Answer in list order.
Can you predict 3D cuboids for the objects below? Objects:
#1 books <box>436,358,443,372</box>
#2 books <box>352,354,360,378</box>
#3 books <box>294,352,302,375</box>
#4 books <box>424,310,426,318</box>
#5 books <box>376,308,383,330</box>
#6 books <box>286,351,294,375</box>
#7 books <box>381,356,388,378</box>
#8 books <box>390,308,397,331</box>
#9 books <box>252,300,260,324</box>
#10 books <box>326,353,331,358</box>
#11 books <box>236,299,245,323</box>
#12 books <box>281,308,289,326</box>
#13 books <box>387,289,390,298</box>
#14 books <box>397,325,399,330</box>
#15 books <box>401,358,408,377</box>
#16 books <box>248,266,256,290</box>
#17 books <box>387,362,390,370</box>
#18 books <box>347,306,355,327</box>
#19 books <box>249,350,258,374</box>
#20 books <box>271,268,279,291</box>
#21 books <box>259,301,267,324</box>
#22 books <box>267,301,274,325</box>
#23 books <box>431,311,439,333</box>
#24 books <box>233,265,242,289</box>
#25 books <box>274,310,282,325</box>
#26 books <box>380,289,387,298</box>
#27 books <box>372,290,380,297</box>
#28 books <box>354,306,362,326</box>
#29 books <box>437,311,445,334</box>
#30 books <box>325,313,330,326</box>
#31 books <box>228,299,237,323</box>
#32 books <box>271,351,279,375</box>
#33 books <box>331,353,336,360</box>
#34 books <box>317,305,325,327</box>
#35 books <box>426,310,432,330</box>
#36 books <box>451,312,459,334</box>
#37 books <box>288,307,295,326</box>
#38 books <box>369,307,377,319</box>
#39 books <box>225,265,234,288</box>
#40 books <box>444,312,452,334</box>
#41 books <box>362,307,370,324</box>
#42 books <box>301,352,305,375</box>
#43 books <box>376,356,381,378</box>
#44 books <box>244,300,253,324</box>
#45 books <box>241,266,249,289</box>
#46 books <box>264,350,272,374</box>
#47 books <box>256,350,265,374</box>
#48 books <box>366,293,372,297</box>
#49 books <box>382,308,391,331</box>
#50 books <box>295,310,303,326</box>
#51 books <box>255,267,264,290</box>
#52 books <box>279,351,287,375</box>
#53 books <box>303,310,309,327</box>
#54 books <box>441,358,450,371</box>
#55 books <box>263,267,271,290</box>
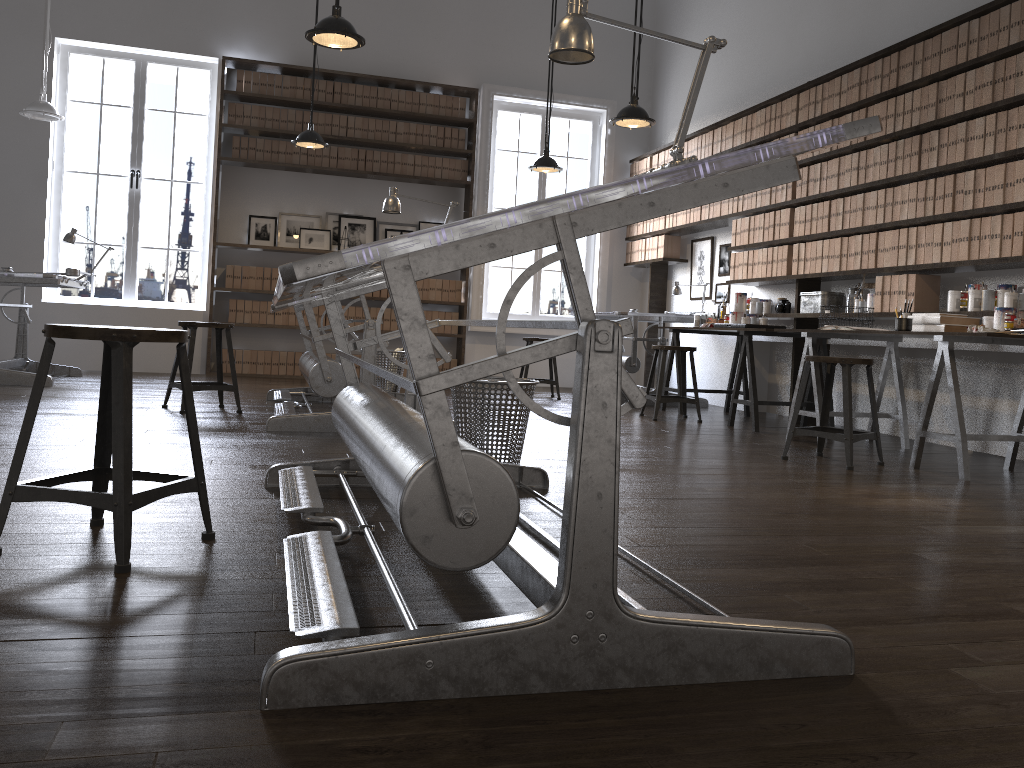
[{"bbox_3d":[-0.762,-0.150,9.068,0.067,0.226,0.175,3,1,-16],"label":"books"},{"bbox_3d":[-1.566,-0.180,8.850,0.066,0.225,0.175,3,1,-16],"label":"books"},{"bbox_3d":[-2.101,-0.200,8.698,0.067,0.226,0.175,3,1,-16],"label":"books"},{"bbox_3d":[-0.929,-0.639,9.014,0.066,0.225,0.175,3,1,-16],"label":"books"},{"bbox_3d":[-1.339,-0.654,8.897,0.067,0.226,0.175,3,1,-16],"label":"books"},{"bbox_3d":[-2.175,-0.203,8.683,0.066,0.225,0.175,3,1,-16],"label":"books"},{"bbox_3d":[-1.299,-0.170,8.920,0.067,0.226,0.175,3,1,-16],"label":"books"},{"bbox_3d":[-1.201,-0.649,8.939,0.066,0.225,0.175,3,1,-16],"label":"books"},{"bbox_3d":[-2.484,-0.696,8.588,0.066,0.225,0.175,3,1,-16],"label":"books"},{"bbox_3d":[-1.836,-0.190,8.770,0.066,0.225,0.175,3,1,-16],"label":"books"},{"bbox_3d":[-2.619,-0.701,8.543,0.066,0.225,0.175,3,1,-16],"label":"books"},{"bbox_3d":[-2.219,-0.686,8.659,0.066,0.225,0.175,3,1,-16],"label":"books"},{"bbox_3d":[-1.224,-0.972,8.929,0.066,0.225,0.175,3,1,-16],"label":"books"},{"bbox_3d":[-1.135,-0.647,8.961,0.066,0.225,0.175,3,1,-16],"label":"books"},{"bbox_3d":[-1.104,-0.163,8.973,0.067,0.226,0.175,3,1,-16],"label":"books"},{"bbox_3d":[-2.513,-1.020,8.570,0.066,0.225,0.175,3,1,-16],"label":"books"},{"bbox_3d":[-1.229,-0.168,8.941,0.066,0.225,0.175,3,1,-16],"label":"books"},{"bbox_3d":[-1.607,-0.664,8.827,0.066,0.225,0.175,3,1,-16],"label":"books"},{"bbox_3d":[-2.509,-0.215,8.589,0.066,0.225,0.175,3,1,-16],"label":"books"},{"bbox_3d":[-2.307,-1.012,8.630,0.066,0.225,0.175,3,1,-16],"label":"books"},{"bbox_3d":[-2.417,-0.694,8.605,0.066,0.225,0.175,3,1,-16],"label":"books"},{"bbox_3d":[-2.348,-0.691,8.620,0.067,0.226,0.175,3,1,-16],"label":"books"},{"bbox_3d":[-0.804,-0.634,9.046,0.067,0.226,0.175,3,1,-16],"label":"books"},{"bbox_3d":[-2.642,-1.024,8.530,0.066,0.225,0.175,3,1,-16],"label":"books"},{"bbox_3d":[-2.279,-0.688,8.641,0.066,0.225,0.175,3,1,-16],"label":"books"},{"bbox_3d":[-1.295,-0.974,8.904,0.067,0.226,0.175,3,1,-16],"label":"books"},{"bbox_3d":[-1.367,-0.977,8.890,0.066,0.225,0.175,3,1,-16],"label":"books"},{"bbox_3d":[-1.541,-0.662,8.849,0.066,0.225,0.175,3,1,-16],"label":"books"},{"bbox_3d":[-0.740,-0.632,9.069,0.066,0.225,0.175,3,1,-16],"label":"books"},{"bbox_3d":[-1.811,-0.671,8.768,0.067,0.226,0.175,3,1,-16],"label":"books"},{"bbox_3d":[-2.689,-0.703,8.524,0.067,0.226,0.175,3,1,-16],"label":"books"},{"bbox_3d":[-2.312,-0.208,8.645,0.066,0.225,0.175,3,1,-16],"label":"books"},{"bbox_3d":[-1.767,-0.188,8.792,0.066,0.225,0.175,3,1,-16],"label":"books"},{"bbox_3d":[-1.885,-0.674,8.753,0.066,0.225,0.175,3,1,-16],"label":"books"},{"bbox_3d":[-0.869,-0.637,9.032,0.066,0.225,0.175,3,1,-16],"label":"books"},{"bbox_3d":[-0.603,-0.627,9.103,0.066,0.225,0.175,3,1,-16],"label":"books"},{"bbox_3d":[-2.153,-0.684,8.673,0.067,0.226,0.175,3,1,-16],"label":"books"},{"bbox_3d":[-1.401,-0.656,8.885,0.066,0.225,0.175,3,1,-16],"label":"books"},{"bbox_3d":[-2.713,-1.027,8.514,0.066,0.225,0.175,3,1,-16],"label":"books"},{"bbox_3d":[-0.672,-0.629,9.088,0.066,0.225,0.175,3,1,-16],"label":"books"},{"bbox_3d":[-1.474,-0.659,8.866,0.066,0.225,0.175,3,1,-16],"label":"books"},{"bbox_3d":[-2.032,-0.197,8.723,0.066,0.225,0.175,3,1,-16],"label":"books"},{"bbox_3d":[-1.367,-0.173,8.905,0.066,0.225,0.175,3,1,-16],"label":"books"},{"bbox_3d":[-2.550,-0.698,8.566,0.066,0.225,0.175,3,1,-16],"label":"books"},{"bbox_3d":[-2.573,-1.021,8.549,0.067,0.226,0.175,3,1,-16],"label":"books"},{"bbox_3d":[-2.380,-0.210,8.626,0.066,0.225,0.175,3,1,-16],"label":"books"},{"bbox_3d":[-2.443,-0.212,8.602,0.067,0.226,0.175,3,1,-16],"label":"books"},{"bbox_3d":[-1.440,-0.980,8.867,0.066,0.225,0.175,3,1,-16],"label":"books"},{"bbox_3d":[-1.270,-0.651,8.916,0.066,0.225,0.175,3,1,-16],"label":"books"},{"bbox_3d":[-2.090,-0.682,8.696,0.066,0.225,0.175,3,1,-16],"label":"books"},{"bbox_3d":[-2.451,-1.017,8.590,0.066,0.225,0.175,3,1,-16],"label":"books"},{"bbox_3d":[-2.242,-0.205,8.660,0.066,0.225,0.175,3,1,-16],"label":"books"},{"bbox_3d":[-2.021,-0.679,8.715,0.066,0.225,0.175,3,1,-16],"label":"books"},{"bbox_3d":[-0.692,-0.148,9.093,0.066,0.225,0.175,3,1,-16],"label":"books"},{"bbox_3d":[-2.378,-1.014,8.605,0.067,0.226,0.175,3,1,-16],"label":"books"}]
